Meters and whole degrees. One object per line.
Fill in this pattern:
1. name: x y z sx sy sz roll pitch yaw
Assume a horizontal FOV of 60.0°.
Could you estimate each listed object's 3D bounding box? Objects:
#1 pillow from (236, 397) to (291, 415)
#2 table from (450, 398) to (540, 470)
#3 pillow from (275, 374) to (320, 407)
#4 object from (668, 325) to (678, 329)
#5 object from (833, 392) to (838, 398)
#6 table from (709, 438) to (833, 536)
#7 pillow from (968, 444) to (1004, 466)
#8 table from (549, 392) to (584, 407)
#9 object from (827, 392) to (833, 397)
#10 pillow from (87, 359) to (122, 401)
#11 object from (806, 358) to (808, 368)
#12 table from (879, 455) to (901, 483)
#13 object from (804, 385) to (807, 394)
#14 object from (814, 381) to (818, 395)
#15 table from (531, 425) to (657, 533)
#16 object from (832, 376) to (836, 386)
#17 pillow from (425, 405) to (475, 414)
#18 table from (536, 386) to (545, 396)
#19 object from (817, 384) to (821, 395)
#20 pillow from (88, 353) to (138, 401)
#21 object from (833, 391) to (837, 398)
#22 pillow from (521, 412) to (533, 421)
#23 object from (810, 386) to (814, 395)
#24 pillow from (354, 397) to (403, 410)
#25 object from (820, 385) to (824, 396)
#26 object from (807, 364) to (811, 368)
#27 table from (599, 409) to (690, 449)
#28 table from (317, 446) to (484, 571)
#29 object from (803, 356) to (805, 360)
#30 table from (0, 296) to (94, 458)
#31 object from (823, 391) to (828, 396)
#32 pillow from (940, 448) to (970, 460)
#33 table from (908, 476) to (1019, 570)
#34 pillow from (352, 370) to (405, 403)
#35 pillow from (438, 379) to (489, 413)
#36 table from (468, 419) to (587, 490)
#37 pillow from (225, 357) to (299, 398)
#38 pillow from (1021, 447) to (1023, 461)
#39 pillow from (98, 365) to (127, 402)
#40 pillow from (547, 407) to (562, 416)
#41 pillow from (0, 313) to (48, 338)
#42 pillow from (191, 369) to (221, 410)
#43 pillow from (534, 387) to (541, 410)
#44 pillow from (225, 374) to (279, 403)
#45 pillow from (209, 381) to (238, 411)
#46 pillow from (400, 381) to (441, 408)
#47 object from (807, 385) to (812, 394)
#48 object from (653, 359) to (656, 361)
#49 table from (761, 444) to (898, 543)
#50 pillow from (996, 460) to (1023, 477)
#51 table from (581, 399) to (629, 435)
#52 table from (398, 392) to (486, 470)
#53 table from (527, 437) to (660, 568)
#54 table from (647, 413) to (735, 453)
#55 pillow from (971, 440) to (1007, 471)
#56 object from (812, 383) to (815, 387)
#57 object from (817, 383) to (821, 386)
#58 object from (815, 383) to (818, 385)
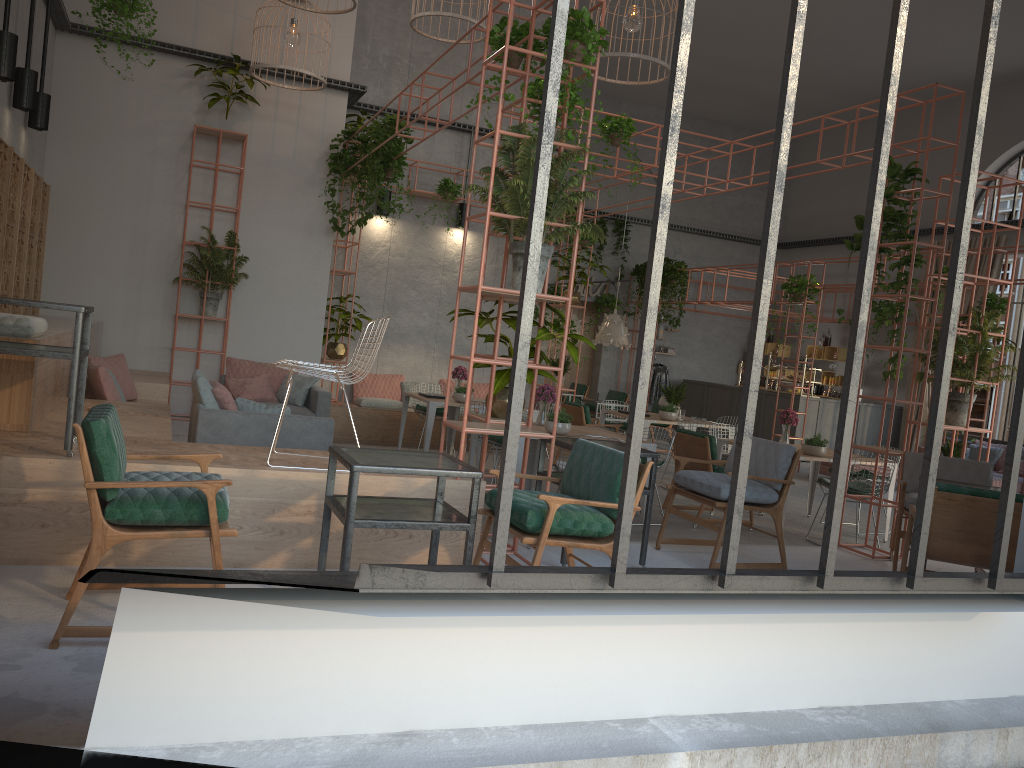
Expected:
1. pillow: -1.972 0.290 7.140 0.499 0.324 0.307 7 3 13
2. table: -0.245 0.651 11.122 0.694 0.830 1.214 5 3 -22
3. pillow: -2.475 0.064 10.081 0.495 0.349 0.308 8 3 28
4. object: 3.736 -1.324 20.641 0.263 0.101 0.013 5 3 -22
5. object: 6.741 0.227 18.515 0.115 0.107 0.115 6 3 -16
6. table: 2.747 1.089 9.325 0.694 0.830 1.205 5 3 -22
7. pillow: 7.853 1.218 14.854 0.289 0.385 0.666 6 3 -21
8. table: 0.909 0.559 16.753 0.635 0.798 0.602 5 3 -22
9. object: 6.626 0.216 18.469 0.115 0.107 0.115 8 3 35
10. pillow: -3.562 0.049 7.758 0.276 0.474 0.839 5 3 -31
11. object: 6.465 -0.469 19.465 0.066 0.291 0.066 7 3 18
12. table: 6.508 1.470 14.582 0.520 0.455 0.916 5 3 -22
13. object: 6.357 0.097 19.153 0.073 0.219 0.105 6 3 -15
14. object: 6.473 0.086 18.883 0.066 0.291 0.066 5 3 -37
15. table: 0.744 0.881 8.582 0.694 0.830 1.214 5 3 -22
16. object: 6.672 -0.061 18.372 0.069 0.191 0.069 6 3 -5
17. pillow: -0.906 0.373 12.953 0.637 0.149 0.491 6 3 -21
18. table: 0.274 0.412 18.382 0.635 0.798 0.602 5 3 -22
19. object: 6.553 0.098 18.921 0.065 0.280 0.065 8 3 22
20. pillow: -4.026 -0.058 8.947 0.276 0.474 0.839 6 3 -1
21. object: 6.710 0.216 18.417 0.073 0.131 0.073 5 3 -29
22. pillow: 0.035 0.464 13.329 0.637 0.149 0.491 6 3 -21
23. object: 6.435 0.100 18.958 0.082 0.246 0.082 7 3 11
24. pillow: -1.876 0.280 12.567 0.637 0.149 0.491 6 3 -21
25. object: 6.628 0.102 18.954 0.074 0.287 0.072 7 3 10
26. object: 6.484 -0.390 19.366 0.115 0.147 0.115 6 3 -13
27. table: 1.724 0.841 11.903 0.694 0.830 1.205 5 3 -22
28. table: -0.569 0.756 4.317 0.635 0.798 0.602 5 3 -22
29. object: 6.389 -0.476 19.437 0.066 0.291 0.066 6 3 -15
30. table: -2.650 -0.055 4.777 0.635 0.798 0.602 5 3 -22
31. object: 6.579 0.205 18.590 0.115 0.107 0.115 5 3 -25
32. pillow: 7.484 1.221 14.965 0.500 0.324 0.307 7 3 13
33. table: 3.067 1.094 6.011 0.602 0.798 0.635 7 3 18
34. pillow: -1.940 0.066 12.978 0.839 0.474 0.276 5 3 -31
35. pillow: -0.739 0.183 13.410 0.839 0.474 0.276 6 3 -1
36. table: 0.103 0.820 8.322 0.694 0.830 1.205 5 3 -22
37. pillow: -2.895 -0.038 10.256 0.836 0.476 0.273 6 3 -21
38. pillow: 8.318 1.278 14.051 0.273 0.476 0.836 6 3 -21
39. pillow: -3.791 0.041 8.392 0.289 0.385 0.666 5 3 -26
40. pillow: 0.633 0.466 14.769 0.491 0.149 0.637 6 3 -21
41. pillow: -3.213 -0.371 5.546 0.491 0.149 0.637 6 3 -21
42. pillow: -2.470 0.148 7.202 0.276 0.474 0.839 6 3 -21
43. pillow: 0.302 0.254 14.505 0.276 0.474 0.839 5 3 -31
44. pillow: -2.915 0.038 9.967 0.479 0.317 0.441 4 3 -40
45. pillow: -2.329 0.194 7.246 0.289 0.385 0.666 6 3 -21
46. pillow: -1.343 0.172 13.197 0.666 0.385 0.289 5 3 -26
47. object: 6.403 0.092 19.054 0.072 0.248 0.094 5 3 -22
48. object: 3.305 -0.563 20.590 0.093 0.121 0.049 6 3 -19
49. table: 3.390 1.150 9.586 0.694 0.830 1.214 5 3 -22
50. pillow: 8.020 1.309 14.065 0.441 0.317 0.479 4 3 -40
51. table: 1.545 0.707 15.124 0.635 0.798 0.602 5 3 -22
52. table: -0.888 0.590 10.861 0.694 0.830 1.205 5 3 -22
53. table: 0.542 0.805 6.026 0.635 0.798 0.602 5 3 -22
54. table: 2.367 0.903 12.163 0.694 0.830 1.214 5 3 -22
55. pillow: 8.000 1.201 14.896 0.276 0.474 0.839 6 3 -21
56. object: 6.470 0.098 19.079 0.072 0.248 0.094 5 3 -22
57. object: 6.601 0.111 19.134 0.072 0.248 0.094 5 3 -22
58. object: 6.535 0.104 19.110 0.072 0.248 0.094 5 3 -22
